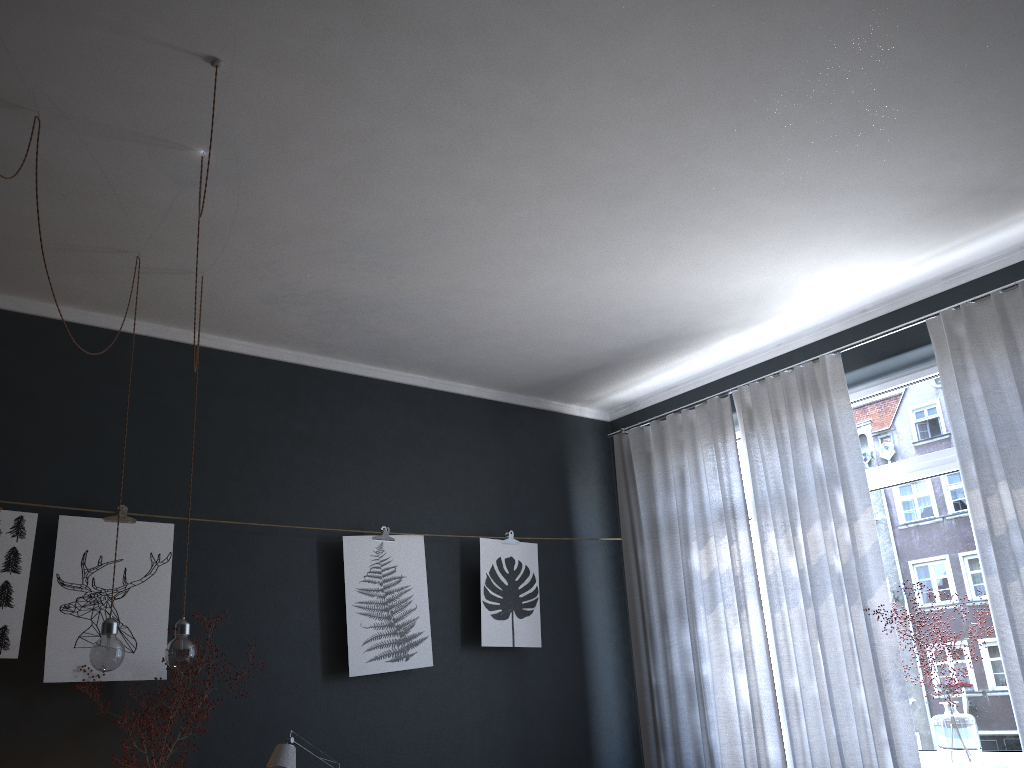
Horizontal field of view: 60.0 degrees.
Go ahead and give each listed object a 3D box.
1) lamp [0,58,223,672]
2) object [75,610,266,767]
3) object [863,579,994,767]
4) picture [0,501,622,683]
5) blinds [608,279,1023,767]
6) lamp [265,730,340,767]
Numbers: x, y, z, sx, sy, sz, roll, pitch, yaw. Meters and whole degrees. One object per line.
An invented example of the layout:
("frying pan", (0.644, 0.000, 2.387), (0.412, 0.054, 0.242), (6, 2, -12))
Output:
("lamp", (-1.116, 0.031, 2.734), (0.583, 1.566, 1.598), (-1, -19, -7))
("object", (-1.366, 1.373, 3.415), (0.639, 0.926, 0.559), (-11, -20, 20))
("object", (1.892, 1.274, 3.886), (0.515, 0.805, 0.601), (-12, -21, 24))
("picture", (-0.978, 0.953, 4.076), (4.463, 0.767, 0.058), (11, -24, -36))
("blinds", (1.964, 1.037, 3.699), (0.313, 2.775, 4.006), (11, -24, -36))
("lamp", (-0.755, 1.949, 3.568), (0.242, 1.064, 0.804), (-5, -19, 5))
